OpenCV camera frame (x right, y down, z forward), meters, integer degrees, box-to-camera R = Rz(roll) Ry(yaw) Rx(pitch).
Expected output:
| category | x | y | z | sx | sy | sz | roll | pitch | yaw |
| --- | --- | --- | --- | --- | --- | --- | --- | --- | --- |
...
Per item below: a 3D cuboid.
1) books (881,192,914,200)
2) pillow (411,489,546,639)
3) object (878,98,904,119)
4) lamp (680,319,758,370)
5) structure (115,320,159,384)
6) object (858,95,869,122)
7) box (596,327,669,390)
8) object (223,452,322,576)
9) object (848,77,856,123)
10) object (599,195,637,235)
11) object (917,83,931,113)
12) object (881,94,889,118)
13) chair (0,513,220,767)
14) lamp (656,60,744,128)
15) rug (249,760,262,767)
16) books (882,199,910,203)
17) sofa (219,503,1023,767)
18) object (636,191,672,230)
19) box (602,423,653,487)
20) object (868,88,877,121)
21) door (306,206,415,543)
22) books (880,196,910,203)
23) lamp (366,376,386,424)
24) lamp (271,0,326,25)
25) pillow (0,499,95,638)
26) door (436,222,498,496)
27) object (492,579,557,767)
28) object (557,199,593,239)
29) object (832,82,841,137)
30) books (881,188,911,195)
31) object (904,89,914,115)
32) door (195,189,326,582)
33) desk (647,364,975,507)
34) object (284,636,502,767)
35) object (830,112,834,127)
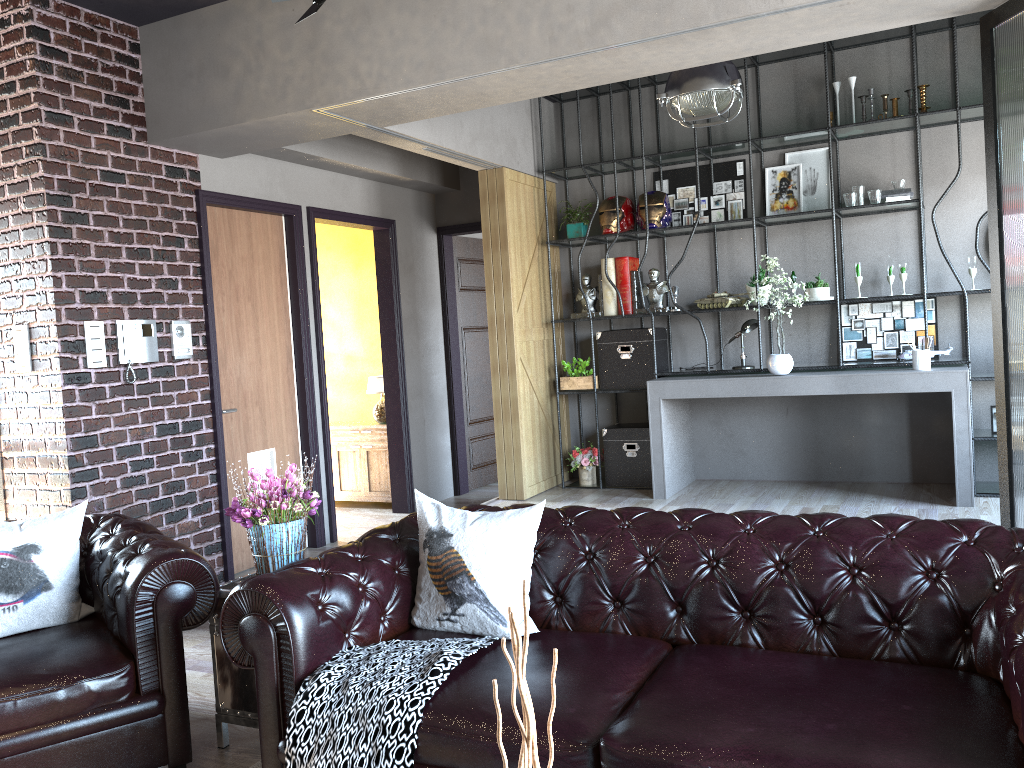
| category | x | y | z | sx | sy | sz | roll | pitch | yaw |
| --- | --- | --- | --- | --- | --- | --- | --- | --- | --- |
| books | 2.756 | -1.347 | 6.388 | 0.243 | 0.024 | 0.175 | -2 | 3 | 22 |
| pillow | -0.130 | 0.613 | 3.110 | 0.528 | 0.469 | 0.283 | -2 | 3 | 29 |
| object | 2.677 | -1.914 | 6.194 | 0.190 | 0.152 | 0.189 | -6 | 4 | -41 |
| lamp | 1.633 | -0.306 | 6.932 | 0.205 | 0.371 | 0.739 | -6 | 4 | -39 |
| structure | -2.181 | -0.190 | 5.205 | 0.068 | 0.370 | 0.280 | -2 | 3 | 26 |
| object | 2.516 | -1.952 | 6.341 | 0.084 | 0.233 | 0.084 | -5 | 3 | -37 |
| box | 0.990 | -0.213 | 7.228 | 0.488 | 0.480 | 0.374 | -2 | 3 | 26 |
| object | -0.906 | 0.514 | 3.409 | 0.352 | 0.484 | 0.349 | -5 | 3 | -33 |
| object | 2.489 | -2.037 | 6.468 | 0.128 | 0.390 | 0.128 | -4 | 2 | -14 |
| object | 0.837 | -1.363 | 7.186 | 0.280 | 0.327 | 0.400 | -2 | 3 | 31 |
| object | 2.840 | -1.961 | 6.126 | 0.130 | 0.232 | 0.130 | -3 | 2 | 4 |
| object | 2.682 | -1.961 | 6.367 | 0.080 | 0.226 | 0.080 | -4 | 2 | -1 |
| chair | -1.976 | 1.008 | 3.320 | 1.493 | 0.844 | 1.244 | -6 | 3 | -34 |
| lamp | 1.129 | -2.178 | 5.455 | 0.534 | 1.148 | 0.516 | -3 | 2 | 4 |
| rug | -0.017 | 1.363 | 2.240 | 2.474 | 0.003 | 2.256 | -2 | 3 | 26 |
| books | 2.752 | -1.294 | 6.386 | 0.179 | 0.034 | 0.243 | -3 | 3 | 9 |
| sofa | 0.475 | 0.887 | 2.756 | 2.565 | 0.838 | 1.240 | -2 | 3 | 26 |
| object | 1.122 | -1.373 | 7.044 | 0.280 | 0.327 | 0.400 | -3 | 3 | 16 |
| box | 1.040 | 0.570 | 7.258 | 0.488 | 0.480 | 0.374 | -2 | 3 | 26 |
| object | 2.537 | -1.954 | 6.250 | 0.100 | 0.243 | 0.100 | -2 | 3 | 35 |
| door | -1.670 | -0.088 | 7.441 | 1.098 | 2.542 | 1.151 | -2 | 3 | 26 |
| books | 2.745 | -1.323 | 6.393 | 0.166 | 0.024 | 0.227 | -3 | 3 | 5 |
| lamp | -1.156 | 0.445 | 8.147 | 0.291 | 1.044 | 0.441 | -4 | 2 | 0 |
| lamp | -0.850 | -1.891 | 4.020 | 0.560 | 0.512 | 0.359 | -6 | 4 | -44 |
| pillow | -1.925 | 0.713 | 3.460 | 0.541 | 0.502 | 0.290 | -5 | 3 | -26 |
| door | 0.115 | -0.265 | 8.642 | 1.149 | 2.542 | 1.129 | -2 | 3 | 26 |
| object | 0.041 | 0.646 | 1.582 | 0.156 | 0.583 | 0.185 | -2 | 3 | 26 |
| object | 0.536 | -1.354 | 7.352 | 0.324 | 0.339 | 0.295 | -4 | 3 | -17 |
| object | 2.420 | -2.038 | 6.581 | 0.128 | 0.390 | 0.128 | -4 | 2 | -5 |
| books | 2.743 | -1.372 | 6.385 | 0.225 | 0.029 | 0.179 | -3 | 3 | 18 |
| object | 2.810 | -1.966 | 6.250 | 0.084 | 0.233 | 0.084 | -3 | 2 | 7 |
| door | -1.793 | -0.011 | 6.198 | 0.219 | 2.538 | 1.003 | -3 | 3 | 26 |
| desk | 2.165 | 0.353 | 6.507 | 2.129 | 0.885 | 0.845 | -2 | 3 | 26 |
| object | -0.616 | 1.145 | 2.388 | 1.700 | 0.569 | 0.562 | -6 | 4 | -43 |
| object | 2.291 | -1.888 | 6.373 | 0.135 | 0.129 | 0.135 | -4 | 3 | -1 |
